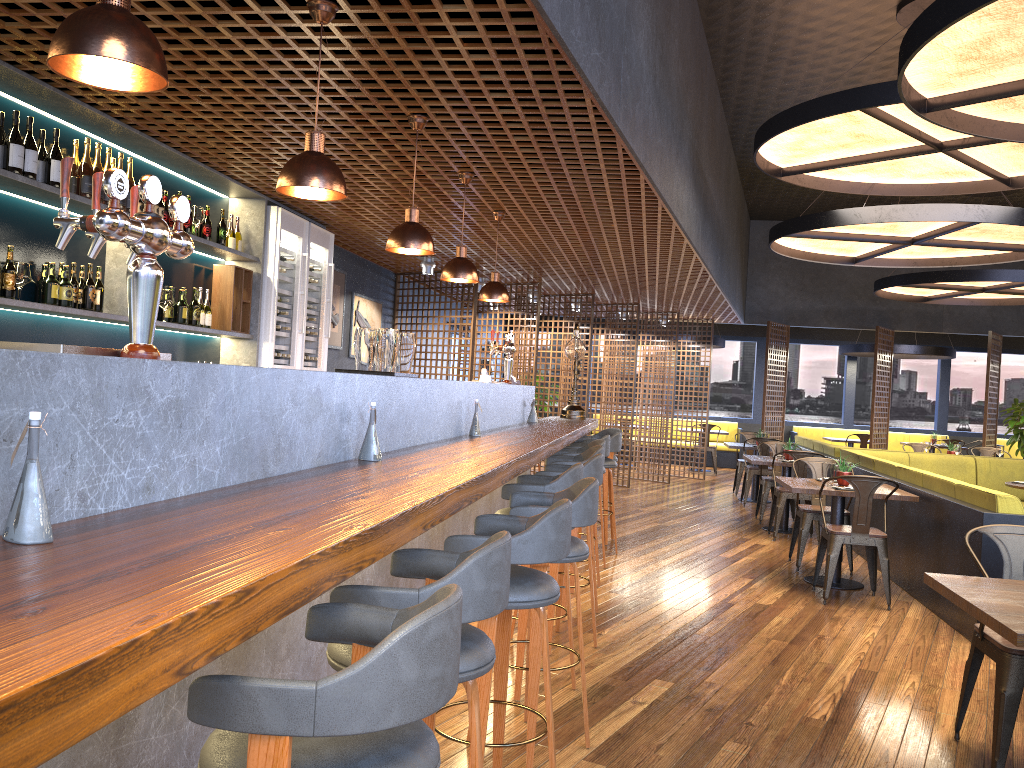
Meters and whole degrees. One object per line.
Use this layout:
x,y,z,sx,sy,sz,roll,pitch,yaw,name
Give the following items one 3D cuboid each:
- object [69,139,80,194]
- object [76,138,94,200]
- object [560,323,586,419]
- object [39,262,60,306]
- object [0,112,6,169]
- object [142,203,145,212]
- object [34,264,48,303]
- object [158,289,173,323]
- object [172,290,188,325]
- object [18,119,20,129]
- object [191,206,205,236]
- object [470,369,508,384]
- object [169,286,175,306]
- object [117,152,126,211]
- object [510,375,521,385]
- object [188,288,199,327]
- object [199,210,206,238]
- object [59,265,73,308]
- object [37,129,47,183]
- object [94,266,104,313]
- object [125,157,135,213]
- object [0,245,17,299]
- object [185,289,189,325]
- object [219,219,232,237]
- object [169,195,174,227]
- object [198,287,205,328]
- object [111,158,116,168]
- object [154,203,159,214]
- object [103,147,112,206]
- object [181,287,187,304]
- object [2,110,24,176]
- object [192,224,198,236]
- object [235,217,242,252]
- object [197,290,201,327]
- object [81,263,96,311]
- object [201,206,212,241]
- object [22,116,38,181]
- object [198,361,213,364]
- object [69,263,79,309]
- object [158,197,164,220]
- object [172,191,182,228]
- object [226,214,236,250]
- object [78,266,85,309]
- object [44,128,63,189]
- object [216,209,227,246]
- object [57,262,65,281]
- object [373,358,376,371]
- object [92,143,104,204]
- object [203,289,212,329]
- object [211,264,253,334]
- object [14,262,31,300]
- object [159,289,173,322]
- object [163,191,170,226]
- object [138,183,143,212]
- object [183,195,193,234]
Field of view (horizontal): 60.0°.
-2.334,-1.139,4.729,0.084,0.330,0.084,3,0,16,object
-2.250,-1.134,4.682,0.084,0.330,0.084,3,0,16,object
0.642,-0.127,8.900,0.263,0.944,0.566,3,0,2,object
-2.349,-0.507,4.510,0.088,0.224,0.088,3,0,-21,object
-2.433,-1.136,4.212,0.086,0.310,0.085,3,0,-40,object
-2.158,-1.075,5.257,0.056,0.227,0.056,3,0,-29,object
-2.444,-0.512,4.635,0.088,0.224,0.088,3,0,4,object
-2.226,-0.497,5.708,0.088,0.224,0.088,3,0,4,object
-2.120,-0.490,5.676,0.088,0.224,0.088,3,0,-21,object
-2.415,-1.134,4.308,0.085,0.310,0.086,3,0,20,object
-2.071,-1.059,5.822,0.097,0.206,0.097,3,0,-22,object
-0.182,-0.062,6.323,0.200,0.106,0.766,3,0,9,object
-2.245,-0.512,5.821,0.063,0.254,0.063,3,0,-28,object
-2.201,-1.131,4.968,0.084,0.330,0.084,3,0,16,object
0.010,-0.041,7.405,0.091,0.091,0.177,3,0,-16,object
-2.082,-0.503,5.810,0.063,0.254,0.063,3,0,12,object
-2.151,-1.086,6.202,0.063,0.254,0.063,3,0,17,object
-2.332,-0.506,4.616,0.088,0.224,0.088,3,0,24,object
-2.388,-1.132,4.495,0.086,0.310,0.085,3,0,-40,object
-2.259,-0.516,4.840,0.063,0.254,0.063,3,0,16,object
-2.188,-1.130,5.063,0.084,0.330,0.084,3,0,16,object
-2.367,-0.524,4.174,0.063,0.254,0.063,3,0,-44,object
-2.200,-0.509,5.942,0.063,0.254,0.063,3,0,17,object
-2.021,-1.055,6.238,0.097,0.206,0.097,3,0,-22,object
-2.177,-1.089,5.712,0.063,0.254,0.063,3,0,-4,object
-2.138,-0.520,6.064,0.079,0.281,0.079,3,0,-17,object
-2.307,-1.137,5.109,0.084,0.330,0.084,3,0,16,object
-2.149,-1.074,5.317,0.056,0.227,0.056,3,0,-14,object
-2.221,-1.132,4.867,0.084,0.330,0.084,3,0,16,object
-2.162,-0.507,5.817,0.063,0.254,0.063,3,0,37,object
-2.343,-1.131,4.174,0.085,0.310,0.086,3,0,42,object
-2.172,-1.087,6.050,0.063,0.254,0.063,3,0,37,object
-2.028,-1.091,6.536,0.079,0.281,0.079,3,0,-22,object
-2.117,-0.504,5.938,0.063,0.254,0.063,3,0,-28,object
-2.253,-0.516,4.725,0.063,0.254,0.063,3,0,2,object
-2.073,-1.082,6.026,0.063,0.254,0.063,3,0,-39,object
-2.326,-1.129,4.265,0.085,0.310,0.086,3,0,36,object
-2.186,0.087,6.049,0.204,0.492,0.310,3,0,9,object
-2.349,-0.521,4.739,0.063,0.254,0.063,3,0,37,object
-2.139,-1.073,5.378,0.056,0.227,0.056,3,0,-4,object
-2.096,-1.084,5.577,0.063,0.254,0.063,3,0,6,object
-2.043,-1.092,6.442,0.079,0.281,0.079,3,0,18,object
-2.363,-0.522,4.866,0.063,0.254,0.063,3,0,-19,object
-2.298,-1.127,4.457,0.085,0.310,0.086,3,0,42,object
-1.999,-1.077,6.110,0.063,0.254,0.063,3,0,37,object
-2.428,-0.526,4.769,0.063,0.254,0.063,3,0,36,object
-0.626,-0.144,4.201,0.105,0.209,0.105,3,0,44,object
-2.236,-1.133,4.775,0.084,0.330,0.084,3,0,16,object
-2.123,-0.519,6.157,0.079,0.281,0.079,3,0,3,object
-2.039,-0.611,6.456,0.161,0.475,0.300,3,0,9,object
-2.470,-0.505,4.453,0.097,0.206,0.097,3,0,40,object
-2.168,-0.485,5.539,0.097,0.206,0.097,3,0,-22,object
-2.194,-1.090,5.599,0.063,0.254,0.063,3,0,-29,object
-2.218,-1.078,5.267,0.056,0.227,0.056,3,0,11,object
-2.084,-1.083,5.699,0.063,0.254,0.063,3,0,-19,object
